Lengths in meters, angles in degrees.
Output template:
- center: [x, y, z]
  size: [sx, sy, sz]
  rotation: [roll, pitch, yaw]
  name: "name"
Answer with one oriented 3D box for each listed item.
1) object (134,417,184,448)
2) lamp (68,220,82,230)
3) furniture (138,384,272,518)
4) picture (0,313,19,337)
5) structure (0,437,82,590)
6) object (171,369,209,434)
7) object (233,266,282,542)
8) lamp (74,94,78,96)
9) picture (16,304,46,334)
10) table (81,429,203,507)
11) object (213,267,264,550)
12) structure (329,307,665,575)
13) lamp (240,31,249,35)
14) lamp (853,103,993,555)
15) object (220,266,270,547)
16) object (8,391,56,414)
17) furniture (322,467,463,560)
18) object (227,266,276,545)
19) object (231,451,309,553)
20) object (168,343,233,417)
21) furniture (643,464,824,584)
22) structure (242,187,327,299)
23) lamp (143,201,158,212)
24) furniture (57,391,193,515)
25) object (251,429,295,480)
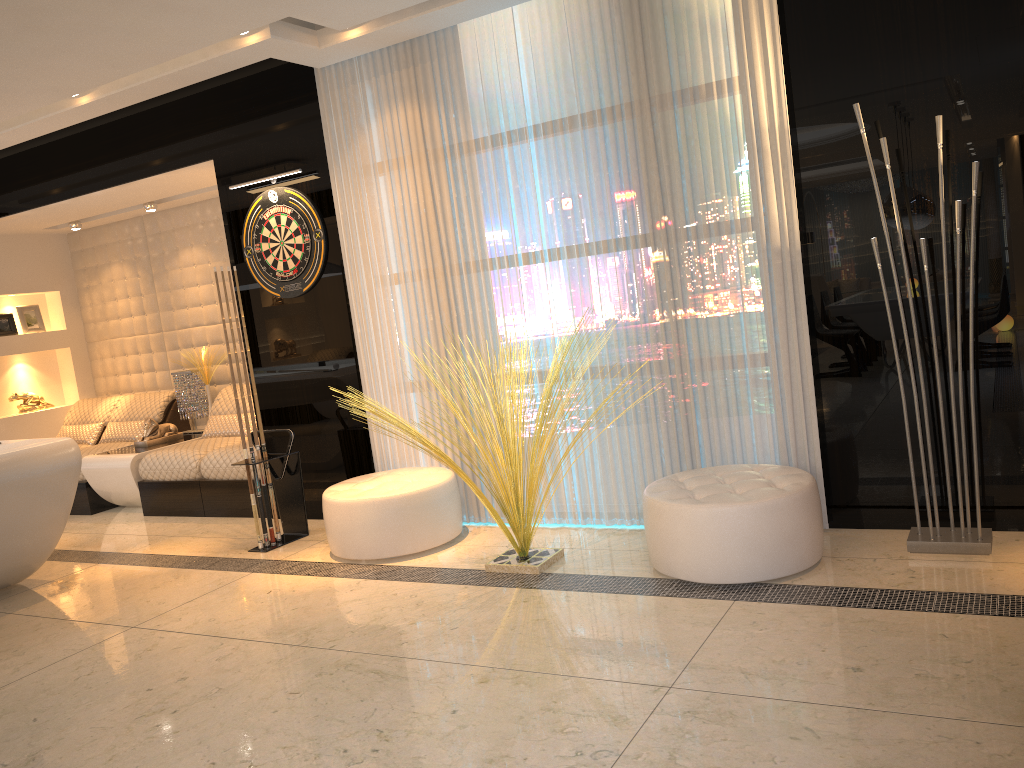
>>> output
- center: [-2.791, 0.355, 6.975]
  size: [0.155, 0.217, 0.344]
  rotation: [-4, 7, 30]
  name: "object"
- center: [-3.715, -1.372, 7.535]
  size: [0.107, 0.127, 0.107]
  rotation: [-6, 6, 11]
  name: "lamp"
- center: [-1.909, 0.438, 6.567]
  size: [1.312, 0.810, 1.107]
  rotation: [-4, 7, 30]
  name: "furniture"
- center: [-4.420, -0.502, 7.651]
  size: [0.090, 0.209, 0.264]
  rotation: [-4, 7, 30]
  name: "picture"
- center: [-3.953, 0.879, 4.904]
  size: [2.912, 0.812, 1.659]
  rotation: [-4, 7, 30]
  name: "structure"
- center: [-2.658, 0.142, 7.356]
  size: [0.247, 0.522, 0.124]
  rotation: [-4, 7, 30]
  name: "object"
- center: [-1.455, 0.128, 5.067]
  size: [0.027, 1.605, 0.026]
  rotation: [-10, 6, -22]
  name: "object"
- center: [-2.468, -1.672, 4.947]
  size: [0.107, 0.127, 0.107]
  rotation: [-6, 6, 11]
  name: "lamp"
- center: [-4.284, -0.572, 7.891]
  size: [0.094, 0.262, 0.211]
  rotation: [-4, 7, 30]
  name: "picture"
- center: [-2.712, 0.676, 7.058]
  size: [0.608, 0.457, 1.143]
  rotation: [-4, 7, 30]
  name: "table"
- center: [-1.525, 0.149, 4.944]
  size: [0.027, 1.605, 0.026]
  rotation: [-10, 6, -22]
  name: "object"
- center: [-0.091, 0.297, 3.930]
  size: [1.275, 1.142, 1.282]
  rotation: [-9, 6, -13]
  name: "structure"
- center: [-1.318, -1.758, 4.284]
  size: [0.107, 0.127, 0.107]
  rotation: [-13, 8, -41]
  name: "lamp"
- center: [1.658, -0.227, 3.499]
  size: [0.418, 1.801, 0.200]
  rotation: [-4, 7, 30]
  name: "lamp"
- center: [-1.502, 0.141, 4.985]
  size: [0.027, 1.605, 0.026]
  rotation: [-10, 6, -22]
  name: "object"
- center: [-4.277, 0.155, 7.908]
  size: [0.124, 0.202, 0.409]
  rotation: [-4, 7, 33]
  name: "object"
- center: [-0.642, 0.680, 4.786]
  size: [0.735, 0.357, 0.735]
  rotation: [-4, 7, 32]
  name: "furniture"
- center: [-1.479, 0.136, 5.026]
  size: [0.027, 1.605, 0.026]
  rotation: [-10, 6, -22]
  name: "object"
- center: [-1.392, 0.672, 5.107]
  size: [0.261, 0.508, 0.325]
  rotation: [-4, 7, 30]
  name: "object"
- center: [-2.448, 0.041, 7.159]
  size: [0.390, 0.718, 0.388]
  rotation: [-5, 6, 21]
  name: "object"
- center: [0.932, 0.573, 3.770]
  size: [0.735, 0.357, 0.735]
  rotation: [-7, 6, 2]
  name: "furniture"
- center: [-1.384, -0.853, 5.373]
  size: [0.669, 0.669, 0.048]
  rotation: [-4, 7, 30]
  name: "structure"
- center: [-2.878, -1.434, 7.051]
  size: [0.107, 0.127, 0.107]
  rotation: [-6, 6, 11]
  name: "lamp"
- center: [-3.557, 0.561, 7.520]
  size: [1.312, 0.810, 1.107]
  rotation: [-4, 7, 30]
  name: "furniture"
- center: [-1.380, 0.413, 5.163]
  size: [0.330, 0.297, 0.032]
  rotation: [-4, 7, 30]
  name: "object"
